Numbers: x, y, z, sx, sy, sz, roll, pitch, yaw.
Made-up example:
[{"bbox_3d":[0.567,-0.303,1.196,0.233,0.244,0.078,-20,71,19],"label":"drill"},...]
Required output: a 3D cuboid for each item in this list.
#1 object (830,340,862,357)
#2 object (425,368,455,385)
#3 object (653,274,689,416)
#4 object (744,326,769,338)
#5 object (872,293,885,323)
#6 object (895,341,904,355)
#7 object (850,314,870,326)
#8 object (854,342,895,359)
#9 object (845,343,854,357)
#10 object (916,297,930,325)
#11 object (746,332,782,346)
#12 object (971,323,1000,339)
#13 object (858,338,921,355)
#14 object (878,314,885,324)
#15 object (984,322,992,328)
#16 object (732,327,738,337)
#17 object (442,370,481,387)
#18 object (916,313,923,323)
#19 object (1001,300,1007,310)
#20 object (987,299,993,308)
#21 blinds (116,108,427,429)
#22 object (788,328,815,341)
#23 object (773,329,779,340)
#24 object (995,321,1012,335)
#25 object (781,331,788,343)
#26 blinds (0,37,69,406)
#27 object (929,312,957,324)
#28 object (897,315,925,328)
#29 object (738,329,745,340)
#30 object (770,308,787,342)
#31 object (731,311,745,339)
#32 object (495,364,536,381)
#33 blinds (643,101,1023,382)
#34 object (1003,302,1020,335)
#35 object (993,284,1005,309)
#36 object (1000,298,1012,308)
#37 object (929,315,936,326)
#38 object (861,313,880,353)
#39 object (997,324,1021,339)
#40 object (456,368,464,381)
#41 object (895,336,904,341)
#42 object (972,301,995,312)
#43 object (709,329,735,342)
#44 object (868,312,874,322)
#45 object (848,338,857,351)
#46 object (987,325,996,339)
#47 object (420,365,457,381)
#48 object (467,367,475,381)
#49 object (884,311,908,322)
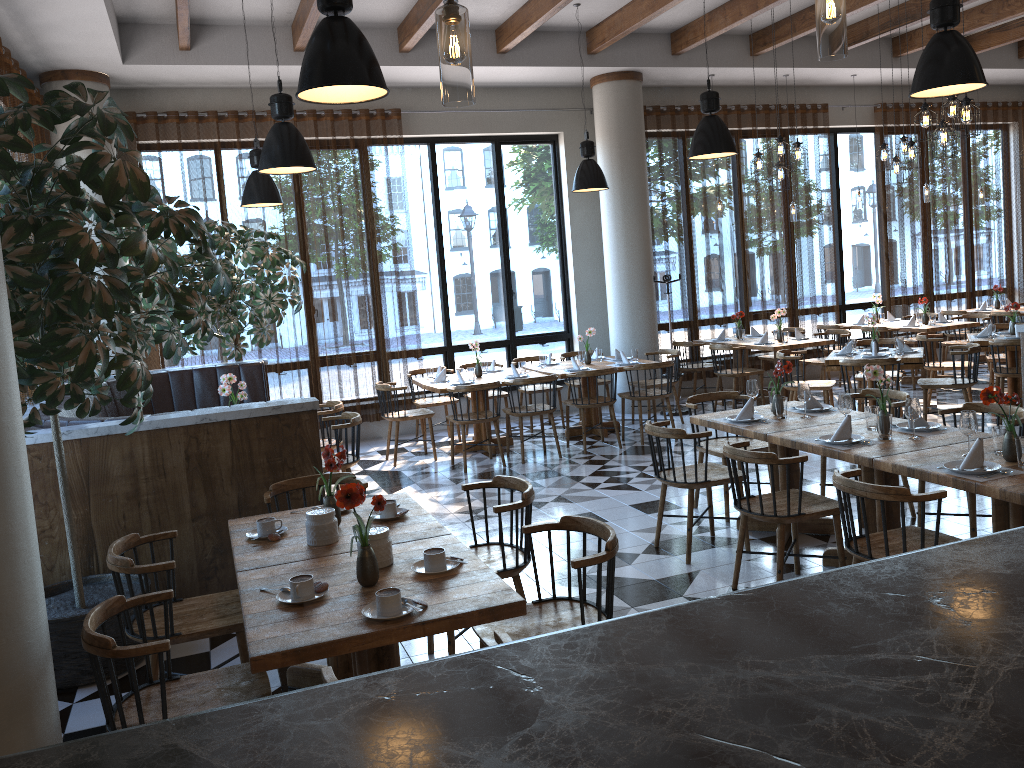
[{"bbox_3d":[3.278,-0.358,8.700,0.271,0.136,0.353,-1,7,26],"label":"object"},{"bbox_3d":[-0.742,-0.089,9.088,0.272,0.136,0.353,-7,7,-19],"label":"object"},{"bbox_3d":[1.893,-0.470,10.521,0.375,1.653,0.375,-8,6,-37],"label":"object"},{"bbox_3d":[3.134,-0.678,11.394,0.272,0.136,0.353,-7,7,-19],"label":"object"},{"bbox_3d":[4.968,-1.033,12.026,0.146,0.399,0.207,-6,5,-16],"label":"object"},{"bbox_3d":[3.637,-0.336,8.306,0.080,0.132,0.080,-1,6,35],"label":"object"},{"bbox_3d":[4.697,-0.869,11.942,0.272,0.136,0.353,-7,7,-19],"label":"object"},{"bbox_3d":[3.410,-0.325,8.344,0.352,0.136,0.273,-1,7,26],"label":"object"},{"bbox_3d":[3.234,-0.326,8.484,0.080,0.132,0.080,-10,7,-44],"label":"object"},{"bbox_3d":[5.186,-0.923,11.177,0.171,0.354,0.156,-9,7,-40],"label":"object"},{"bbox_3d":[2.937,-0.538,10.376,0.272,0.136,0.353,-7,7,-19],"label":"object"},{"bbox_3d":[4.962,-0.564,9.293,0.271,0.136,0.353,-1,7,26],"label":"object"},{"bbox_3d":[3.669,-0.382,8.644,0.581,0.136,0.580,-1,8,25],"label":"object"},{"bbox_3d":[4.933,-0.871,11.826,0.080,0.132,0.080,-3,5,16],"label":"object"},{"bbox_3d":[5.095,-0.595,9.480,0.080,0.132,0.080,-6,5,-14],"label":"object"},{"bbox_3d":[2.909,-0.675,11.529,0.080,0.132,0.080,-4,5,6],"label":"object"},{"bbox_3d":[-0.507,-0.066,8.748,0.352,0.136,0.272,-7,7,-19],"label":"object"},{"bbox_3d":[5.261,-0.849,11.442,0.080,0.132,0.080,-8,6,-34],"label":"object"},{"bbox_3d":[6.968,-1.120,12.547,0.080,0.132,0.080,-5,5,-4],"label":"object"},{"bbox_3d":[7.002,-1.176,12.979,0.080,0.132,0.080,-5,5,-4],"label":"object"},{"bbox_3d":[-2.656,-1.226,9.875,3.203,3.569,0.155,-6,5,-19],"label":"blinds"},{"bbox_3d":[3.435,-0.599,10.559,0.272,0.136,0.353,-7,7,-19],"label":"object"},{"bbox_3d":[3.203,-0.598,10.713,0.080,0.132,0.080,-8,6,-34],"label":"object"},{"bbox_3d":[5.314,-0.608,9.424,0.352,0.136,0.273,-1,7,26],"label":"object"},{"bbox_3d":[3.169,-0.542,10.281,0.080,0.132,0.080,-8,6,-34],"label":"object"},{"bbox_3d":[-3.403,-0.683,5.941,0.155,3.568,5.558,-6,6,-19],"label":"blinds"},{"bbox_3d":[5.496,-0.852,11.289,0.272,0.136,0.353,-7,7,-19],"label":"object"},{"bbox_3d":[4.998,-0.790,11.106,0.272,0.136,0.353,-7,7,-19],"label":"object"},{"bbox_3d":[2.875,-0.619,11.097,0.080,0.132,0.080,-4,5,6],"label":"object"},{"bbox_3d":[3.148,-0.696,10.450,0.206,0.399,0.147,-1,6,34],"label":"object"},{"bbox_3d":[2.877,-0.749,11.243,0.156,0.354,0.171,-4,5,3],"label":"object"},{"bbox_3d":[0.034,-0.132,8.940,0.352,0.136,0.272,-7,7,-19],"label":"object"},{"bbox_3d":[4.899,-2.149,12.546,7.275,3.569,0.160,-7,5,-19],"label":"blinds"},{"bbox_3d":[5.166,-0.672,9.148,0.156,0.354,0.171,-1,6,36],"label":"object"},{"bbox_3d":[7.001,-1.259,12.747,0.171,0.354,0.156,-9,7,-43],"label":"object"},{"bbox_3d":[7.223,-1.179,12.843,0.272,0.136,0.353,-7,7,-19],"label":"object"},{"bbox_3d":[5.227,-0.794,11.010,0.080,0.132,0.080,-8,6,-34],"label":"object"},{"bbox_3d":[3.479,-0.492,8.578,0.146,0.399,0.207,-4,5,0],"label":"object"},{"bbox_3d":[5.093,-0.531,8.938,0.352,0.136,0.273,-1,7,26],"label":"object"},{"bbox_3d":[-0.524,-0.092,8.990,0.080,0.132,0.080,-8,6,-34],"label":"object"},{"bbox_3d":[3.808,-0.398,8.700,0.080,0.132,0.080,-1,6,35],"label":"object"},{"bbox_3d":[6.725,-1.117,12.660,0.272,0.136,0.353,-7,7,-19],"label":"object"},{"bbox_3d":[2.636,-0.617,11.211,0.272,0.136,0.353,-7,7,-19],"label":"object"},{"bbox_3d":[4.967,-0.927,12.258,0.080,0.132,0.080,-3,5,16],"label":"object"},{"bbox_3d":[3.415,-0.389,8.885,0.080,0.132,0.080,-10,7,-44],"label":"object"},{"bbox_3d":[4.914,-0.532,9.080,0.080,0.132,0.080,-5,5,-4],"label":"object"},{"bbox_3d":[-0.787,-0.136,9.497,0.352,0.136,0.272,-7,7,-19],"label":"object"},{"bbox_3d":[-0.414,-0.101,8.988,0.080,0.132,0.080,-8,6,-34],"label":"object"},{"bbox_3d":[5.195,-0.931,12.124,0.272,0.136,0.353,-7,7,-19],"label":"object"}]
